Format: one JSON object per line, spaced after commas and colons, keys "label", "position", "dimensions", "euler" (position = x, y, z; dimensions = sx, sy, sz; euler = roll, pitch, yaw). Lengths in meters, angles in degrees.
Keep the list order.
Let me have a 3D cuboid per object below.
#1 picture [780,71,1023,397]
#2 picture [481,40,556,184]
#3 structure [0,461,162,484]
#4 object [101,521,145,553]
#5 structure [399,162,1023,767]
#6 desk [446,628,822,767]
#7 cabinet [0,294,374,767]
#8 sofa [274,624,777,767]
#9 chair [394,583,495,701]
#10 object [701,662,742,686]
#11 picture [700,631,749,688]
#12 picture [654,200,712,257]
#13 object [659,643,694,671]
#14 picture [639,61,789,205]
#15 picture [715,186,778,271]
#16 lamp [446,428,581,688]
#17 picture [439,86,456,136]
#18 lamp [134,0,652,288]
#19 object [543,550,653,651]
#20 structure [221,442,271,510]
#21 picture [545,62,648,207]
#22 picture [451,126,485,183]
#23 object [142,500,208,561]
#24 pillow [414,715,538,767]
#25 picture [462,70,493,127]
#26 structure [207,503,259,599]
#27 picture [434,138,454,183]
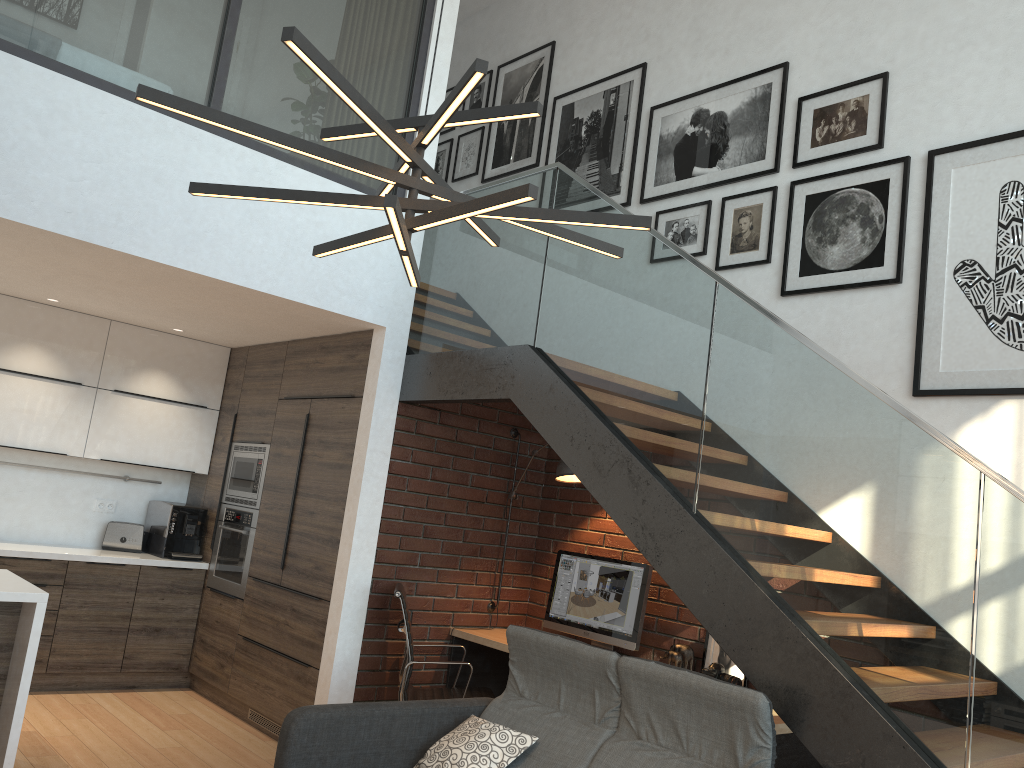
{"label": "picture", "position": [2.051, -0.767, 4.067], "dimensions": [0.028, 1.678, 1.785], "euler": [15, -11, -40]}
{"label": "picture", "position": [0.043, -2.065, 6.783], "dimensions": [0.025, 0.990, 0.654], "euler": [15, -11, -40]}
{"label": "structure", "position": [-3.688, 0.430, 5.540], "dimensions": [3.000, 0.045, 0.050], "euler": [15, -11, -40]}
{"label": "object", "position": [-2.722, 1.073, 6.227], "dimensions": [0.260, 0.195, 0.177], "euler": [11, -9, -20]}
{"label": "structure", "position": [0.663, 0.685, 4.370], "dimensions": [1.289, 3.460, 5.660], "euler": [15, -11, -40]}
{"label": "desk", "position": [0.520, 1.841, 4.569], "dimensions": [0.610, 0.750, 2.182], "euler": [15, -11, -40]}
{"label": "cabinet", "position": [-2.921, 0.551, 4.651], "dimensions": [3.495, 2.401, 2.401], "euler": [15, -11, -40]}
{"label": "sofa", "position": [0.184, 1.297, 2.077], "dimensions": [2.108, 0.995, 3.169], "euler": [15, -11, -40]}
{"label": "chair", "position": [-0.401, 1.621, 4.761], "dimensions": [0.700, 0.991, 0.651], "euler": [9, -9, -6]}
{"label": "object", "position": [1.027, 1.430, 4.324], "dimensions": [0.149, 0.119, 0.166], "euler": [16, -12, -43]}
{"label": "picture", "position": [1.096, 1.359, 4.507], "dimensions": [0.049, 0.329, 0.279], "euler": [15, -11, -40]}
{"label": "picture", "position": [1.012, -0.906, 5.313], "dimensions": [0.025, 0.333, 0.410], "euler": [15, -11, -40]}
{"label": "object", "position": [0.849, 1.425, 4.595], "dimensions": [0.149, 0.160, 0.252], "euler": [13, -10, -31]}
{"label": "picture", "position": [1.181, -1.470, 5.286], "dimensions": [0.025, 0.654, 0.990], "euler": [15, -11, -40]}
{"label": "picture", "position": [1.308, -0.864, 4.958], "dimensions": [0.022, 0.440, 0.358], "euler": [15, -11, -40]}
{"label": "lamp", "position": [0.240, 1.255, 5.173], "dimensions": [1.054, 2.003, 0.462], "euler": [2, -10, 33]}
{"label": "picture", "position": [-0.561, -2.322, 7.565], "dimensions": [0.025, 0.410, 0.333], "euler": [15, -11, -40]}
{"label": "lamp", "position": [-0.004, -2.081, 2.269], "dimensions": [1.200, 3.645, 0.831], "euler": [13, -10, -30]}
{"label": "object", "position": [0.399, 1.233, 4.986], "dimensions": [0.431, 0.535, 0.716], "euler": [15, -11, -40]}
{"label": "structure", "position": [-1.636, 0.659, 6.143], "dimensions": [0.459, 0.430, 0.595], "euler": [15, -11, -40]}
{"label": "picture", "position": [0.534, -1.616, 6.078], "dimensions": [0.025, 0.990, 0.871], "euler": [15, -11, -40]}
{"label": "picture", "position": [-0.354, -1.856, 7.183], "dimensions": [0.025, 0.410, 0.333], "euler": [15, -11, -40]}
{"label": "object", "position": [-2.391, 1.039, 6.319], "dimensions": [0.274, 0.378, 0.532], "euler": [15, -11, -40]}
{"label": "pillow", "position": [0.569, 1.360, 2.552], "dimensions": [0.386, 0.364, 2.734], "euler": [14, -11, -36]}
{"label": "picture", "position": [-0.290, -2.331, 7.256], "dimensions": [0.025, 0.410, 0.333], "euler": [15, -11, -40]}
{"label": "structure", "position": [-1.715, 1.146, 6.057], "dimensions": [0.495, 0.570, 0.595], "euler": [15, -11, -40]}
{"label": "picture", "position": [-0.625, -1.844, 7.493], "dimensions": [0.025, 0.410, 0.333], "euler": [15, -11, -40]}
